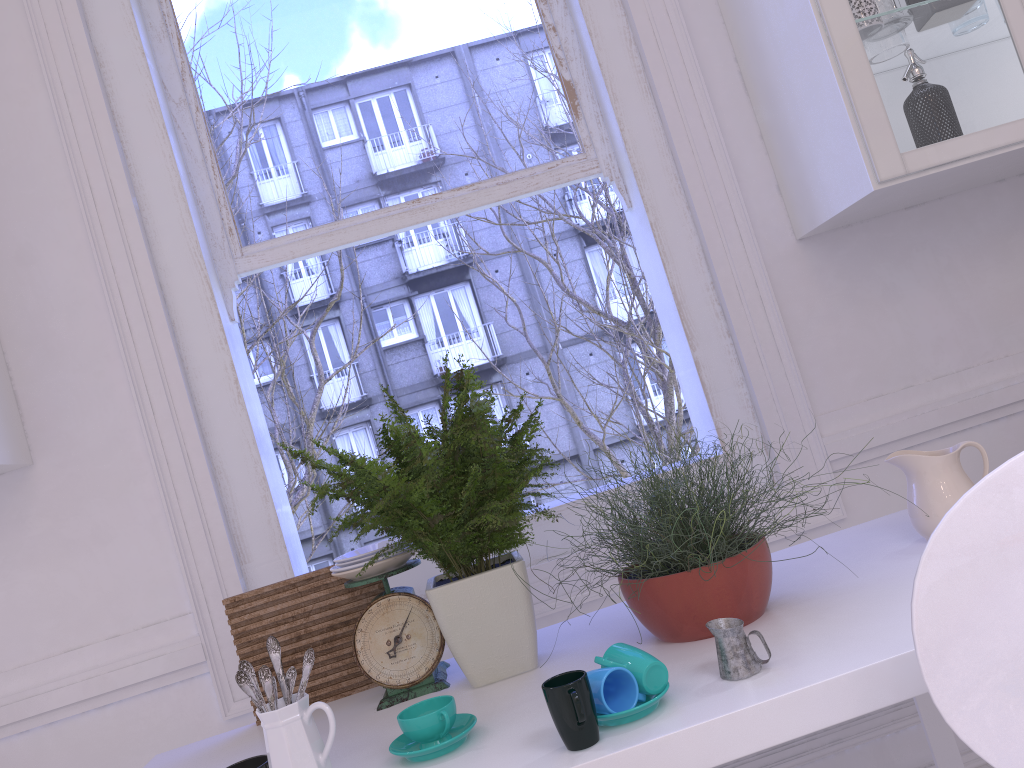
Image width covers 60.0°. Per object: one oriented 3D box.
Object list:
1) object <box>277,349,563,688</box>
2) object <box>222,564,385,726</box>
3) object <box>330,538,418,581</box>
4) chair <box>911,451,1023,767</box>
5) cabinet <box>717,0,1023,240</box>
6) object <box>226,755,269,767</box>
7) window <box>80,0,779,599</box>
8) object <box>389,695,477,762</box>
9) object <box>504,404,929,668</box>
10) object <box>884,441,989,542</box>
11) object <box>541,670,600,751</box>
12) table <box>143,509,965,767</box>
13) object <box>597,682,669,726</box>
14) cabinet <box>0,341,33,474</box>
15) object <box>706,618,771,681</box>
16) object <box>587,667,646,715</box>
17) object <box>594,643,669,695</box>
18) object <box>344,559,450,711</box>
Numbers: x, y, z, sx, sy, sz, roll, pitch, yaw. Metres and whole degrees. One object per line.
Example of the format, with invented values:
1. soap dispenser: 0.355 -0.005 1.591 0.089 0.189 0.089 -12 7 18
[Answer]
1. object: -0.100 0.225 1.465 0.438 0.527 0.368 -17 -4 -5
2. object: -0.359 0.470 1.649 0.294 0.237 0.028 -17 -4 -5
3. object: -0.241 0.311 1.574 0.163 0.047 0.164 -13 -5 -46
4. chair: 0.519 0.460 0.575 0.604 0.845 0.483 -20 -5 40
5. cabinet: 0.887 -1.101 1.964 0.823 1.311 0.425 -17 -4 -5
6. object: -0.354 0.535 1.182 0.079 0.048 0.082 -13 -5 -45
7. window: -0.228 -0.427 2.167 1.234 1.782 0.181 -17 -4 -5
8. object: -0.107 0.455 1.174 0.121 0.055 0.121 -20 -4 35
9. object: 0.276 0.208 1.396 0.668 0.367 0.531 -18 -4 19
10. object: 0.708 0.173 1.460 0.127 0.152 0.115 -16 -4 -23
11. object: 0.069 0.379 1.021 0.055 0.077 0.070 -18 -4 20
12. table: 0.182 0.730 1.317 1.514 0.619 0.736 -17 -4 -5
13. object: 0.137 0.392 1.088 0.121 0.021 0.121 -20 -4 35
14. cabinet: -1.611 -0.351 1.723 0.823 1.311 0.425 -17 -4 -5
15. object: 0.281 0.325 1.105 0.066 0.067 0.052 -17 -4 -5
16. object: 0.116 0.371 1.085 0.069 0.058 0.080 -15 -4 -32
17. object: 0.147 0.356 1.101 0.069 0.059 0.082 -15 -4 -27
18. object: -0.199 0.430 1.556 0.159 0.208 0.185 -17 -4 -5
